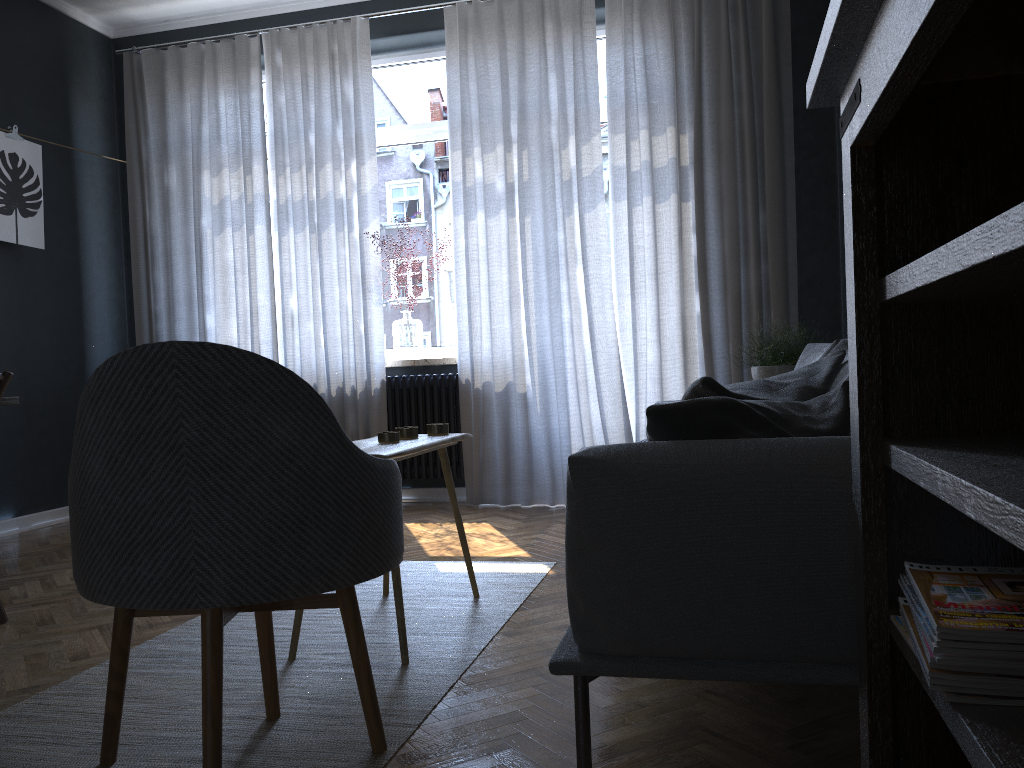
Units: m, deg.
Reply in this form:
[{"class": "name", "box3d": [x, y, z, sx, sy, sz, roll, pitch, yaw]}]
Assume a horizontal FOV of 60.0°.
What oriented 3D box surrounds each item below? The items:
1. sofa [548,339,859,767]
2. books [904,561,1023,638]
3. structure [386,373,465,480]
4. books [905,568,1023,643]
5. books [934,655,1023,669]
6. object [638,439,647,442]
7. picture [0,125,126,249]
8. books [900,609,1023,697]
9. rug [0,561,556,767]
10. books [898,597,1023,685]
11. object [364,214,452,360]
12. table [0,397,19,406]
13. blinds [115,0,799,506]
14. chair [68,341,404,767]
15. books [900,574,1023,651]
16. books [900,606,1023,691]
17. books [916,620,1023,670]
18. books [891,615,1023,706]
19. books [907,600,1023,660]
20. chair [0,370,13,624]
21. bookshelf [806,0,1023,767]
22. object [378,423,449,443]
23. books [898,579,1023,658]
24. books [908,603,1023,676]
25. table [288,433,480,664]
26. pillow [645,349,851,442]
[{"class": "sofa", "box3d": [0.752, 0.273, 2.563, 0.970, 0.798, 2.339, -2, 1, 13]}, {"class": "books", "box3d": [0.595, 0.248, 1.038, 0.219, 0.013, 0.304, -2, 1, 18]}, {"class": "structure", "box3d": [-1.010, 0.266, 5.280, 1.847, 0.601, 0.215, -2, 2, 14]}, {"class": "books", "box3d": [0.596, 0.256, 1.039, 0.218, 0.008, 0.304, -2, 1, 18]}, {"class": "books", "box3d": [0.596, 0.283, 1.040, 0.218, 0.006, 0.304, -2, 1, 18]}, {"class": "object", "box3d": [0.590, 0.295, 3.196, 0.490, 0.329, 0.666, -2, 1, 18]}, {"class": "picture", "box3d": [-2.889, -0.973, 3.443, 0.058, 0.771, 4.455, -2, 1, 13]}, {"class": "books", "box3d": [0.594, 0.315, 1.052, 0.218, 0.007, 0.304, -2, 1, 18]}, {"class": "rug", "box3d": [-0.548, 0.727, 2.538, 1.003, 0.013, 2.010, -2, 1, 14]}, {"class": "books", "box3d": [0.593, 0.299, 1.052, 0.219, 0.013, 0.304, -2, 1, 18]}, {"class": "object", "box3d": [-0.606, -0.549, 5.179, 0.514, 0.810, 0.599, -3, 1, -12]}, {"class": "table", "box3d": [-2.467, 0.445, 2.515, 1.126, 0.728, 1.603, -2, 1, 14]}, {"class": "blinds", "box3d": [-0.392, -0.713, 5.029, 3.993, 2.790, 0.312, -2, 2, 14]}, {"class": "chair", "box3d": [-0.529, 0.330, 1.699, 0.645, 0.811, 0.494, -3, 1, -8]}, {"class": "books", "box3d": [0.593, 0.264, 1.041, 0.218, 0.008, 0.304, -2, 1, 17]}, {"class": "books", "box3d": [0.594, 0.307, 1.050, 0.218, 0.008, 0.304, -2, 1, 18]}, {"class": "books", "box3d": [0.599, 0.288, 1.049, 0.218, 0.008, 0.288, -2, 1, 20]}, {"class": "books", "box3d": [0.594, 0.322, 1.050, 0.218, 0.008, 0.304, -2, 1, 13]}, {"class": "books", "box3d": [0.594, 0.278, 1.044, 0.218, 0.008, 0.288, -2, 1, 18]}, {"class": "chair", "box3d": [-1.816, 0.368, 2.705, 0.467, 0.820, 0.362, -2, 2, 13]}, {"class": "bookshelf", "box3d": [0.484, 0.125, 0.432, 0.451, 1.172, 1.917, -2, 1, 14]}, {"class": "object", "box3d": [-0.316, 0.151, 2.737, 0.103, 0.033, 0.368, -2, 1, 24]}, {"class": "books", "box3d": [0.591, 0.271, 1.042, 0.218, 0.008, 0.304, -2, 1, 17]}, {"class": "books", "box3d": [0.598, 0.294, 1.049, 0.218, 0.008, 0.288, -2, 1, 20]}, {"class": "table", "box3d": [-0.361, 0.445, 2.621, 0.339, 0.550, 0.787, -2, 1, 14]}, {"class": "pillow", "box3d": [0.547, 0.110, 1.965, 0.442, 0.362, 0.797, -2, 1, 31]}]
